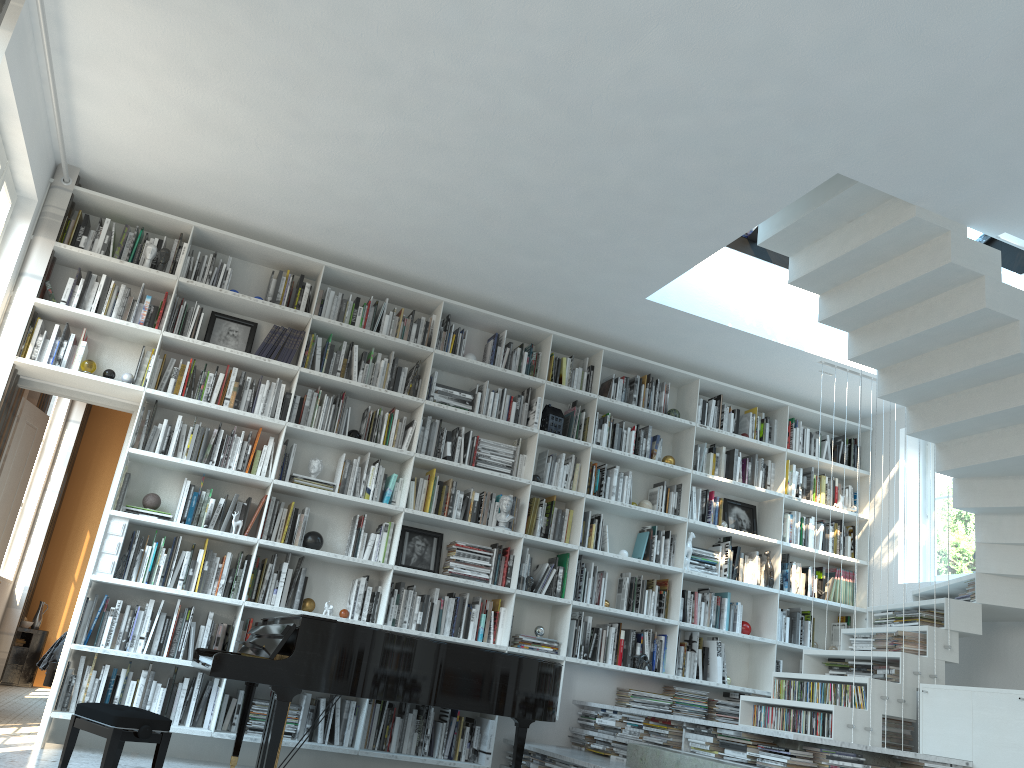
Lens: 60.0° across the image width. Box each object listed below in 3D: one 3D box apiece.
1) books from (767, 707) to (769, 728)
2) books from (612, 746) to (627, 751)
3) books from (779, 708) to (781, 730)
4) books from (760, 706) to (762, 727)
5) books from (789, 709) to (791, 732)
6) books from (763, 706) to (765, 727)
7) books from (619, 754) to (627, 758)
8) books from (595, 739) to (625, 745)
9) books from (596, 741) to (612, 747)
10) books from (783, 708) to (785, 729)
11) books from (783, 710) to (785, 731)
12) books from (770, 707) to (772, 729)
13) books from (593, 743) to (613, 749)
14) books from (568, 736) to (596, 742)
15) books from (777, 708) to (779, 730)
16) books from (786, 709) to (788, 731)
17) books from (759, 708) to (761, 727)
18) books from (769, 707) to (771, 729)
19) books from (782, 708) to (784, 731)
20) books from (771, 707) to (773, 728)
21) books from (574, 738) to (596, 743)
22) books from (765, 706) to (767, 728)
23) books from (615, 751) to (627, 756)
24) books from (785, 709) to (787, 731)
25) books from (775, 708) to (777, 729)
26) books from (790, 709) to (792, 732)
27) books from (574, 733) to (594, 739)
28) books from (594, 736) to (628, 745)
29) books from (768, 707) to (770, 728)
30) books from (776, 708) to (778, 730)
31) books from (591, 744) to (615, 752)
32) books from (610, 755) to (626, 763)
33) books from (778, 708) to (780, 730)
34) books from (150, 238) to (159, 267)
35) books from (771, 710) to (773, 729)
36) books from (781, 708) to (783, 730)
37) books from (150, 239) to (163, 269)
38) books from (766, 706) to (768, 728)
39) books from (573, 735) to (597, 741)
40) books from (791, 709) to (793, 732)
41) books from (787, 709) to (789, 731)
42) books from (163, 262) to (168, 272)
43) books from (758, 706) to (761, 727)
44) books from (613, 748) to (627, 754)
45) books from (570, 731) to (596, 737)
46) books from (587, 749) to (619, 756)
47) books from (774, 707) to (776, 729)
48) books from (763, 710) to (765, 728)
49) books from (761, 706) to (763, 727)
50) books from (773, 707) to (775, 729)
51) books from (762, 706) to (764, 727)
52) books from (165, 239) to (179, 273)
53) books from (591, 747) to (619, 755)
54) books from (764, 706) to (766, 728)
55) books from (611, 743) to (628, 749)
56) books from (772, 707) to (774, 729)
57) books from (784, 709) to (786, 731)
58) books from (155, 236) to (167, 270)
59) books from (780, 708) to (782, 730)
[{"bbox_3d":[1.609,2.040,5.404,0.125,0.125,0.008,15,-19,-19],"label":"books"},{"bbox_3d":[0.751,2.237,5.407,0.178,0.009,0.277,15,-20,-18],"label":"books"},{"bbox_3d":[1.653,2.011,5.301,0.125,0.125,0.009,15,-19,-19],"label":"books"},{"bbox_3d":[1.585,2.056,5.461,0.125,0.125,0.007,15,-19,-19],"label":"books"},{"bbox_3d":[1.688,1.988,5.219,0.125,0.125,0.007,15,-19,-19],"label":"books"},{"bbox_3d":[1.595,2.050,5.439,0.125,0.125,0.007,15,-19,-19],"label":"books"},{"bbox_3d":[0.759,2.278,5.399,0.138,0.014,0.215,14,-20,-15],"label":"books"},{"bbox_3d":[0.646,2.303,5.692,0.144,0.009,0.250,14,-20,-15],"label":"books"},{"bbox_3d":[0.649,2.317,5.690,0.137,0.018,0.201,17,-20,-22],"label":"books"},{"bbox_3d":[1.665,2.003,5.273,0.125,0.125,0.009,15,-19,-19],"label":"books"},{"bbox_3d":[1.668,2.001,5.266,0.125,0.125,0.008,15,-19,-19],"label":"books"},{"bbox_3d":[1.621,2.032,5.378,0.125,0.125,0.008,15,-19,-19],"label":"books"},{"bbox_3d":[0.641,2.328,5.684,0.159,0.009,0.229,15,-20,-18],"label":"books"},{"bbox_3d":[0.512,2.391,5.961,0.184,0.006,0.263,15,-20,-18],"label":"books"},{"bbox_3d":[1.647,2.015,5.316,0.125,0.125,0.008,15,-19,-19],"label":"books"},{"bbox_3d":[1.677,1.996,5.246,0.125,0.125,0.009,15,-19,-19],"label":"books"},{"bbox_3d":[1.582,2.058,5.468,0.125,0.125,0.010,15,-19,-19],"label":"books"},{"bbox_3d":[1.618,2.034,5.384,0.125,0.125,0.007,15,-19,-19],"label":"books"},{"bbox_3d":[1.662,2.005,5.280,0.125,0.125,0.008,15,-19,-19],"label":"books"},{"bbox_3d":[1.623,2.031,5.371,0.125,0.125,0.008,15,-19,-19],"label":"books"},{"bbox_3d":[0.521,2.399,5.963,0.152,0.005,0.243,14,-20,-15],"label":"books"},{"bbox_3d":[1.603,2.044,5.419,0.125,0.125,0.008,15,-19,-19],"label":"books"},{"bbox_3d":[0.755,2.264,5.401,0.161,0.012,0.255,15,-20,-18],"label":"books"},{"bbox_3d":[1.674,1.998,5.253,0.125,0.125,0.008,15,-19,-19],"label":"books"},{"bbox_3d":[1.638,2.021,5.336,0.125,0.125,0.007,15,-19,-19],"label":"books"},{"bbox_3d":[1.691,1.986,5.212,0.125,0.125,0.007,15,-19,-19],"label":"books"},{"bbox_3d":[0.524,2.375,5.971,0.152,0.015,0.208,14,-19,-14],"label":"books"},{"bbox_3d":[0.649,2.293,5.696,0.149,0.014,0.229,16,-20,-20],"label":"books"},{"bbox_3d":[1.615,2.036,5.391,0.125,0.125,0.007,15,-19,-19],"label":"books"},{"bbox_3d":[1.641,2.019,5.329,0.125,0.125,0.008,15,-19,-19],"label":"books"},{"bbox_3d":[0.627,2.336,5.675,0.180,0.016,0.183,17,-20,-21],"label":"books"},{"bbox_3d":[0.732,2.292,5.384,0.189,0.028,0.202,17,-21,-23],"label":"books"},{"bbox_3d":[1.650,2.013,5.309,0.125,0.125,0.007,15,-19,-19],"label":"books"},{"bbox_3d":[-2.293,-0.780,5.638,0.021,0.252,0.179,15,-20,-19],"label":"books"},{"bbox_3d":[1.626,2.029,5.365,0.125,0.125,0.007,15,-19,-19],"label":"books"},{"bbox_3d":[1.659,2.007,5.288,0.125,0.125,0.009,15,-19,-19],"label":"books"},{"bbox_3d":[-2.270,-0.777,5.644,0.027,0.258,0.147,15,-19,-19],"label":"books"},{"bbox_3d":[1.606,2.042,5.412,0.125,0.125,0.008,15,-19,-19],"label":"books"},{"bbox_3d":[0.520,2.386,5.966,0.160,0.009,0.211,14,-20,-15],"label":"books"},{"bbox_3d":[1.694,1.984,5.205,0.125,0.125,0.010,15,-19,-19],"label":"books"},{"bbox_3d":[1.680,1.994,5.239,0.125,0.125,0.007,15,-19,-19],"label":"books"},{"bbox_3d":[-2.219,-0.725,5.657,0.028,0.184,0.168,15,-20,-19],"label":"books"},{"bbox_3d":[1.579,2.060,5.476,0.125,0.125,0.008,15,-19,-19],"label":"books"},{"bbox_3d":[0.753,2.250,5.404,0.156,0.017,0.263,17,-20,-22],"label":"books"},{"bbox_3d":[0.520,2.363,5.972,0.174,0.009,0.240,15,-20,-17],"label":"books"},{"bbox_3d":[0.618,2.360,5.665,0.187,0.009,0.261,14,-20,-16],"label":"books"},{"bbox_3d":[1.636,2.023,5.343,0.125,0.125,0.007,15,-19,-19],"label":"books"},{"bbox_3d":[1.598,2.048,5.432,0.125,0.125,0.008,15,-19,-19],"label":"books"},{"bbox_3d":[1.589,2.054,5.453,0.125,0.125,0.009,15,-19,-19],"label":"books"},{"bbox_3d":[1.632,2.025,5.350,0.125,0.125,0.009,15,-19,-19],"label":"books"},{"bbox_3d":[1.592,2.052,5.446,0.125,0.125,0.009,15,-19,-19],"label":"books"},{"bbox_3d":[-2.188,-0.766,5.681,0.022,0.285,0.175,15,-19,-19],"label":"books"},{"bbox_3d":[0.636,2.354,5.675,0.160,0.014,0.268,16,-20,-20],"label":"books"},{"bbox_3d":[1.600,2.046,5.426,0.125,0.125,0.008,15,-19,-19],"label":"books"},{"bbox_3d":[0.748,2.223,5.409,0.181,0.017,0.250,17,-20,-21],"label":"books"},{"bbox_3d":[1.629,2.027,5.357,0.125,0.125,0.008,15,-19,-19],"label":"books"},{"bbox_3d":[1.671,1.999,5.259,0.125,0.125,0.007,15,-19,-19],"label":"books"},{"bbox_3d":[-2.254,-0.784,5.667,0.013,0.291,0.155,15,-19,-19],"label":"books"},{"bbox_3d":[1.656,2.009,5.294,0.125,0.125,0.008,15,-19,-19],"label":"books"}]
